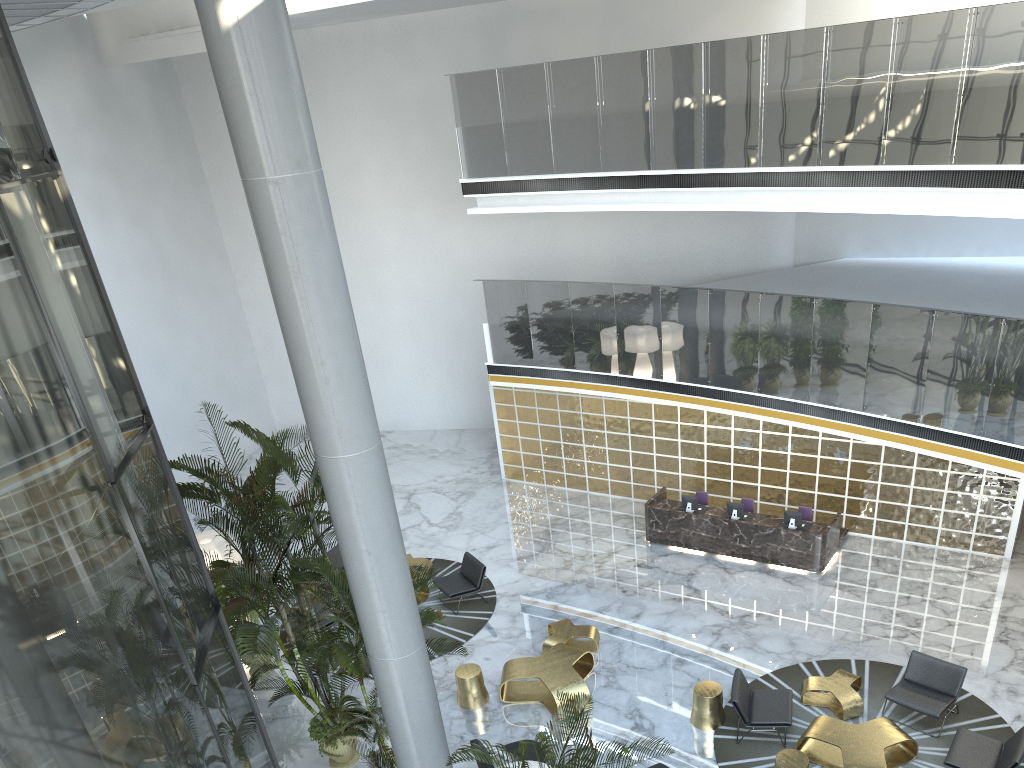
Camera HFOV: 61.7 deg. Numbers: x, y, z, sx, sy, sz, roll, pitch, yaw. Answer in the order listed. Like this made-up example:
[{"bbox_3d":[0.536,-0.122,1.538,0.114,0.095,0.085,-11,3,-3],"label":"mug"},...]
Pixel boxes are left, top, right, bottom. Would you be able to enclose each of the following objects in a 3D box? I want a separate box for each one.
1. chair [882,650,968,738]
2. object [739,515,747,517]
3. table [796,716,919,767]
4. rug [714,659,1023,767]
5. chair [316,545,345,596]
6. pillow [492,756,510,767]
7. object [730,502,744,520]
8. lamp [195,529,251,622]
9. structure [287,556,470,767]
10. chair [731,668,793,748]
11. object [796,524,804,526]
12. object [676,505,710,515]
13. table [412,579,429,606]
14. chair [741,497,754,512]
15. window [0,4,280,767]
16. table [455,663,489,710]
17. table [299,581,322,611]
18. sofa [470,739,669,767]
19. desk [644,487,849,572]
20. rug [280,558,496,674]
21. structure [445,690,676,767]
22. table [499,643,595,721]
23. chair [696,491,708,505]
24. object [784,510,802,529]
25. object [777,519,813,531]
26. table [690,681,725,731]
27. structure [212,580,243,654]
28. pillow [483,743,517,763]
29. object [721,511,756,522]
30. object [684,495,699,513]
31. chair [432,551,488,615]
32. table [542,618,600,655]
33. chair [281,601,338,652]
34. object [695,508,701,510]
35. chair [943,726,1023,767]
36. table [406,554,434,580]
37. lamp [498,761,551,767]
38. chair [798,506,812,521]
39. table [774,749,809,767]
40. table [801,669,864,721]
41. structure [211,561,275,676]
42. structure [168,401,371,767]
[{"bbox_3d":[5.001,3.756,10.397,0.694,0.757,0.674,-28,32,-38],"label":"chair"},{"bbox_3d":[3.773,2.183,14.242,0.253,0.012,0.066,5,23,31],"label":"object"},{"bbox_3d":[3.961,4.261,9.779,1.354,0.453,1.063,-2,21,12],"label":"table"},{"bbox_3d":[4.209,4.318,10.241,3.349,0.021,3.335,10,25,38],"label":"rug"},{"bbox_3d":[-2.838,3.202,14.551,0.700,0.757,0.668,8,29,29],"label":"chair"},{"bbox_3d":[0.035,4.397,9.561,0.349,0.511,0.579,-25,29,-32],"label":"pillow"},{"bbox_3d":[3.668,2.085,14.081,0.279,0.331,0.105,8,32,30],"label":"object"},{"bbox_3d":[-4.568,3.212,13.512,0.804,1.880,0.774,10,32,30],"label":"lamp"},{"bbox_3d":[-1.299,3.282,8.829,1.599,4.195,1.865,-24,31,-29],"label":"structure"},{"bbox_3d":[3.054,3.956,10.487,0.717,0.757,0.650,1,26,16],"label":"chair"},{"bbox_3d":[4.565,2.256,13.775,0.253,0.012,0.066,5,23,31],"label":"object"},{"bbox_3d":[3.063,2.150,14.598,0.489,0.005,0.385,6,23,33],"label":"object"},{"bbox_3d":[-1.919,3.540,13.747,1.349,0.453,1.068,-15,22,-20],"label":"table"},{"bbox_3d":[3.932,2.266,14.512,0.245,0.659,0.319,12,33,32],"label":"chair"},{"bbox_3d":[-3.838,2.558,4.582,4.197,9.038,13.690,-15,24,-15],"label":"window"},{"bbox_3d":[-0.561,4.099,11.652,0.436,0.561,0.396,-16,27,-19],"label":"table"},{"bbox_3d":[-3.306,3.537,14.054,0.454,0.567,0.407,-14,26,-15],"label":"table"},{"bbox_3d":[0.791,4.497,9.752,1.899,0.800,1.799,-15,23,-21],"label":"sofa"},{"bbox_3d":[4.013,2.329,14.709,3.024,0.804,1.475,6,25,31],"label":"desk"},{"bbox_3d":[-2.011,3.703,14.026,3.536,0.021,3.148,-8,20,-4],"label":"rug"},{"bbox_3d":[0.496,3.922,6.886,1.373,3.889,1.111,-23,32,-27],"label":"structure"},{"bbox_3d":[0.573,4.027,11.589,1.440,0.483,1.140,-15,22,-20],"label":"table"},{"bbox_3d":[3.250,2.204,14.913,0.245,0.659,0.319,12,33,32],"label":"chair"},{"bbox_3d":[4.460,2.158,13.615,0.279,0.331,0.105,8,32,30],"label":"object"},{"bbox_3d":[4.523,2.284,13.738,0.489,0.005,0.385,6,23,33],"label":"object"},{"bbox_3d":[2.470,4.042,10.803,0.436,0.561,0.396,-16,27,-19],"label":"table"},{"bbox_3d":[-4.334,3.266,11.560,0.981,3.052,1.079,20,38,40],"label":"structure"},{"bbox_3d":[-0.086,4.325,9.876,0.528,0.418,0.260,15,34,41],"label":"pillow"},{"bbox_3d":[3.731,2.211,14.204,0.489,0.005,0.385,6,23,33],"label":"object"},{"bbox_3d":[3.000,2.024,14.475,0.279,0.331,0.105,8,32,30],"label":"object"},{"bbox_3d":[-0.823,3.215,13.844,0.713,0.757,0.655,-19,27,-24],"label":"chair"},{"bbox_3d":[0.874,3.736,12.540,0.791,0.329,0.824,-3,21,11],"label":"table"},{"bbox_3d":[-3.088,3.667,13.337,0.707,0.757,0.660,-22,29,-29],"label":"chair"},{"bbox_3d":[3.104,2.122,14.635,0.253,0.012,0.066,5,23,31],"label":"object"},{"bbox_3d":[5.192,4.092,9.396,0.693,0.757,0.675,11,30,34],"label":"chair"},{"bbox_3d":[-1.761,3.205,14.845,0.741,0.308,0.772,-3,21,11],"label":"table"},{"bbox_3d":[0.188,4.528,8.259,0.804,1.880,0.774,10,32,30],"label":"lamp"},{"bbox_3d":[4.742,2.341,14.034,0.245,0.659,0.319,12,33,32],"label":"chair"},{"bbox_3d":[3.117,4.380,9.576,0.431,0.561,0.402,-21,29,-27],"label":"table"},{"bbox_3d":[4.143,3.910,10.912,0.714,0.308,0.803,-25,27,-39],"label":"table"},{"bbox_3d":[-3.908,3.455,12.450,0.946,1.991,0.840,-24,32,-30],"label":"structure"},{"bbox_3d":[-2.412,2.504,9.820,2.351,5.239,2.323,-25,32,-31],"label":"structure"}]
